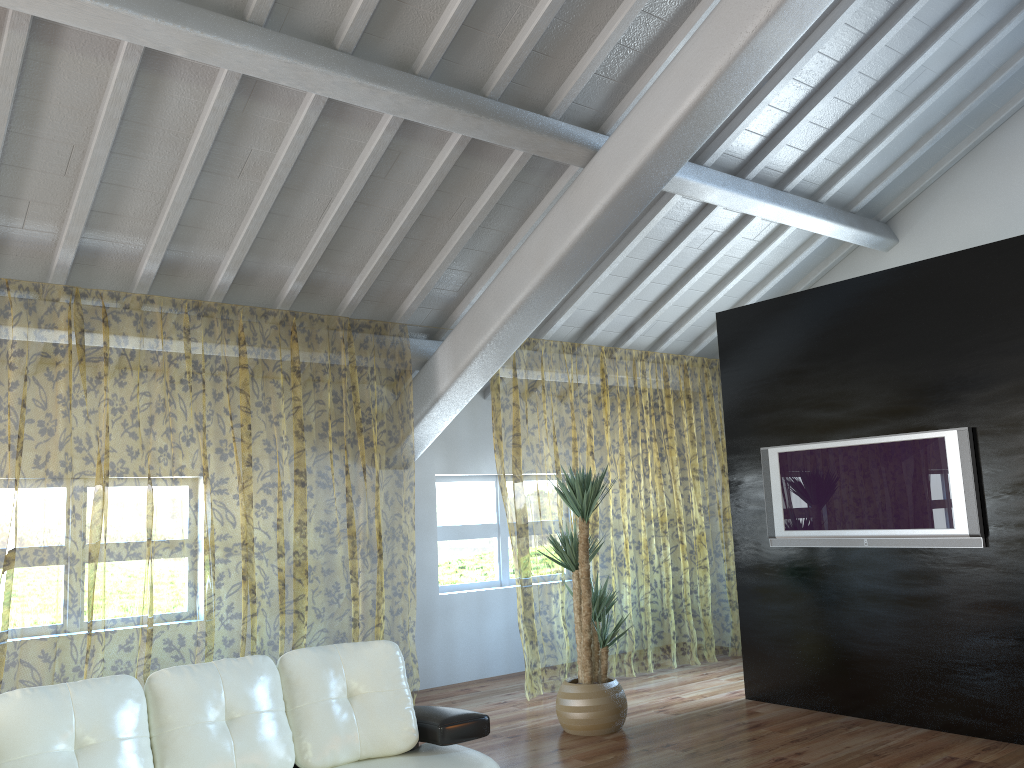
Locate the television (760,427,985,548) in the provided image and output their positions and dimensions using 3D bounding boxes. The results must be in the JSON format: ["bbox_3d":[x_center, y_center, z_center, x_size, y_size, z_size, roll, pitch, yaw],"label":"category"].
[{"bbox_3d":[2.065,0.641,5.245,0.044,0.639,1.336,4,-11,-38],"label":"television"}]

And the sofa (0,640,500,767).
[{"bbox_3d":[-1.234,1.295,2.449,1.359,0.805,3.047,-7,-10,31],"label":"sofa"}]

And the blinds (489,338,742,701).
[{"bbox_3d":[0.958,0.978,7.017,2.780,2.546,0.306,4,-11,-38],"label":"blinds"}]

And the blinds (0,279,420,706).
[{"bbox_3d":[-2.008,0.767,4.702,3.505,2.546,0.306,4,-11,-38],"label":"blinds"}]

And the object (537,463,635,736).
[{"bbox_3d":[0.432,1.270,5.344,0.564,1.586,0.588,-2,-8,-5],"label":"object"}]
